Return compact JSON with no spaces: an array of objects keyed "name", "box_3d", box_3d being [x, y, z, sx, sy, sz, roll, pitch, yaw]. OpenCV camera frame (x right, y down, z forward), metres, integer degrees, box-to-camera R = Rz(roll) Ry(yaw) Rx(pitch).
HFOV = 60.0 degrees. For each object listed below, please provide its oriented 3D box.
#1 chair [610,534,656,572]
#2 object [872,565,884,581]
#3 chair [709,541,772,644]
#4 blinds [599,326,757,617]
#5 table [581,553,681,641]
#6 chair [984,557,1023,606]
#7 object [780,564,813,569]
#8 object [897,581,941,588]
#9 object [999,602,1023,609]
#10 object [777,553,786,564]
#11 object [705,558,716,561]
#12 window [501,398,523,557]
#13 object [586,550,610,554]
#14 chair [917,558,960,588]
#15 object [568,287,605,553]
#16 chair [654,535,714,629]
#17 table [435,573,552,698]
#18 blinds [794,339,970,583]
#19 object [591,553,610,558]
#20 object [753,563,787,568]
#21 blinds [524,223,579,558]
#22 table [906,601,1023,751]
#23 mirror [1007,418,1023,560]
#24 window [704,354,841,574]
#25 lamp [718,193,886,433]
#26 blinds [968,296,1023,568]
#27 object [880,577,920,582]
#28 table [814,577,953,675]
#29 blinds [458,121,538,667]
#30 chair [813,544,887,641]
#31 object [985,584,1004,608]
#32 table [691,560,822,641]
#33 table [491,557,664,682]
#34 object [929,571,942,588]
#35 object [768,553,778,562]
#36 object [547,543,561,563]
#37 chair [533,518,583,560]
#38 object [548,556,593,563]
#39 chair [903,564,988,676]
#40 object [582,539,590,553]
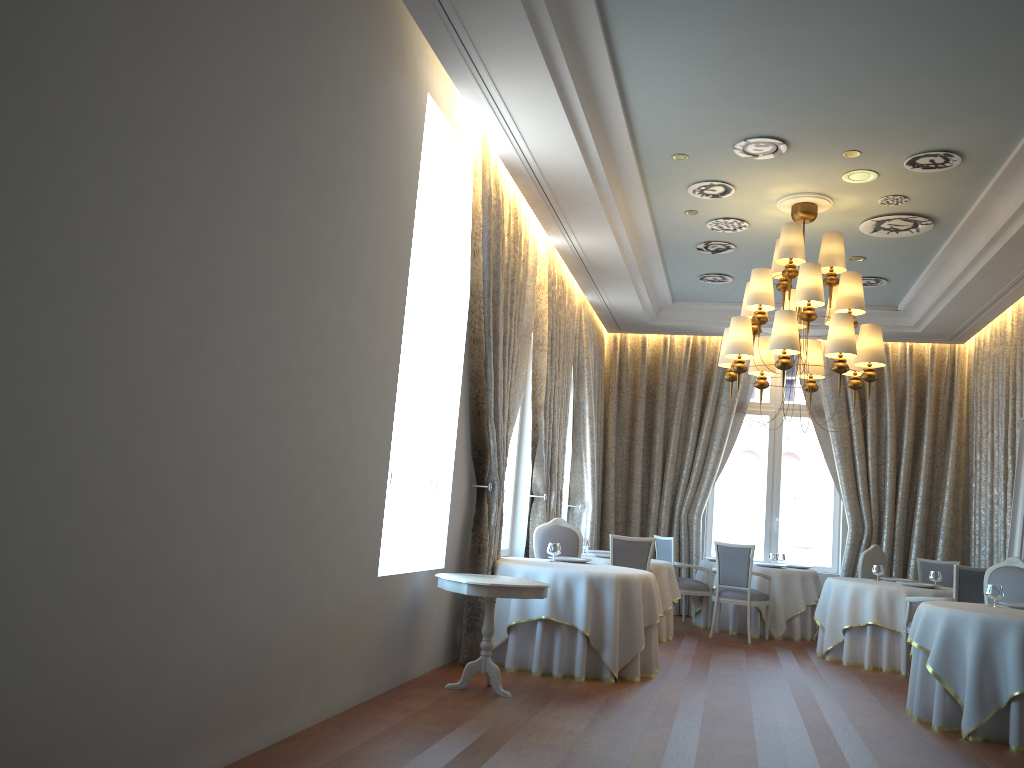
[{"name":"chair","box_3d":[1.116,2.118,9.163,0.650,1.108,0.629,6,-8,-10]},{"name":"object","box_3d":[4.053,2.092,9.816,0.128,0.165,0.128,3,-8,14]},{"name":"chair","box_3d":[2.682,2.445,10.503,0.650,1.108,0.629,0,-9,29]},{"name":"blinds","box_3d":[2.329,0.926,13.007,2.535,4.901,0.386,3,-8,14]},{"name":"table","box_3d":[1.097,2.435,10.226,1.667,0.890,1.663,4,-8,8]},{"name":"chair","box_3d":[3.948,2.035,7.329,0.690,1.233,0.563,9,-9,-25]},{"name":"object","box_3d":[3.704,2.375,11.527,0.419,0.036,0.419,3,-8,13]},{"name":"object","box_3d":[4.179,2.066,9.116,0.419,0.036,0.419,3,-8,13]},{"name":"object","box_3d":[4.005,1.723,6.857,0.419,0.036,0.419,3,-8,13]},{"name":"object","box_3d":[3.590,2.346,11.841,0.128,0.165,0.128,3,-8,14]},{"name":"object","box_3d":[2.721,2.300,11.586,0.419,0.036,0.419,3,-8,13]},{"name":"window","box_3d":[-0.071,0.115,9.053,0.259,3.306,1.882,3,-8,14]},{"name":"object","box_3d":[1.104,2.043,10.754,0.419,0.036,0.419,3,-8,13]},{"name":"chair","box_3d":[4.977,2.634,10.464,0.650,1.108,0.629,-1,-10,34]},{"name":"object","box_3d":[1.068,0.756,12.249,0.386,4.901,2.121,3,-8,14]},{"name":"chair","box_3d":[2.170,2.529,11.382,0.629,1.108,0.650,8,-9,-20]},{"name":"table","box_3d":[-0.167,1.786,6.267,0.761,0.801,0.760,11,-10,-36]},{"name":"blinds","box_3d":[5.113,1.060,12.299,2.476,4.901,0.386,3,-8,14]},{"name":"object","box_3d":[1.088,1.907,9.832,0.419,0.036,0.419,3,-8,13]},{"name":"object","box_3d":[3.243,2.282,11.156,0.419,0.036,0.419,3,-8,13]},{"name":"blinds","box_3d":[0.499,0.360,10.173,0.335,4.969,2.257,3,-8,14]},{"name":"table","box_3d":[3.763,2.109,6.412,1.663,0.890,1.667,4,-8,3]},{"name":"mirror","box_3d":[4.792,1.438,7.801,0.385,2.564,2.251,3,-8,14]},{"name":"window","box_3d":[3.863,1.027,13.043,1.881,3.306,0.196,3,-8,14]},{"name":"lamp","box_3d":[2.636,-0.654,8.103,1.373,2.121,1.373,11,-10,-38]},{"name":"blinds","box_3d":[5.702,0.757,9.988,0.238,4.819,4.439,3,-8,14]},{"name":"object","box_3d":[4.334,2.194,9.911,0.419,0.036,0.419,3,-8,13]},{"name":"table","box_3d":[4.116,2.578,9.445,1.663,0.890,1.667,0,-9,28]},{"name":"blinds","box_3d":[-0.101,-0.033,7.820,0.315,4.930,2.204,3,-8,14]},{"name":"chair","box_3d":[4.145,2.563,10.858,0.563,1.233,0.690,11,-10,-35]},{"name":"object","box_3d":[3.688,1.620,6.776,0.128,0.165,0.128,-3,-11,44]},{"name":"table","box_3d":[3.194,2.804,11.538,1.667,0.890,1.663,0,-10,33]},{"name":"table","box_3d":[0.471,2.016,7.697,1.663,0.890,1.667,4,-8,3]},{"name":"object","box_3d":[4.452,2.053,9.319,0.128,0.165,0.128,3,-8,14]},{"name":"object","box_3d":[3.375,2.273,11.462,0.128,0.165,0.128,3,-8,14]},{"name":"object","box_3d":[0.374,1.503,7.907,0.128,0.165,0.128,5,-8,-4]},{"name":"chair","box_3d":[0.485,1.919,8.555,0.563,1.233,0.690,6,-8,-10]},{"name":"object","box_3d":[0.539,1.620,8.172,0.419,0.036,0.419,3,-8,13]},{"name":"chair","box_3d":[4.200,2.278,8.467,0.650,1.108,0.629,7,-9,-15]},{"name":"object","box_3d":[0.864,1.932,10.581,0.128,0.165,0.128,3,-8,14]}]
